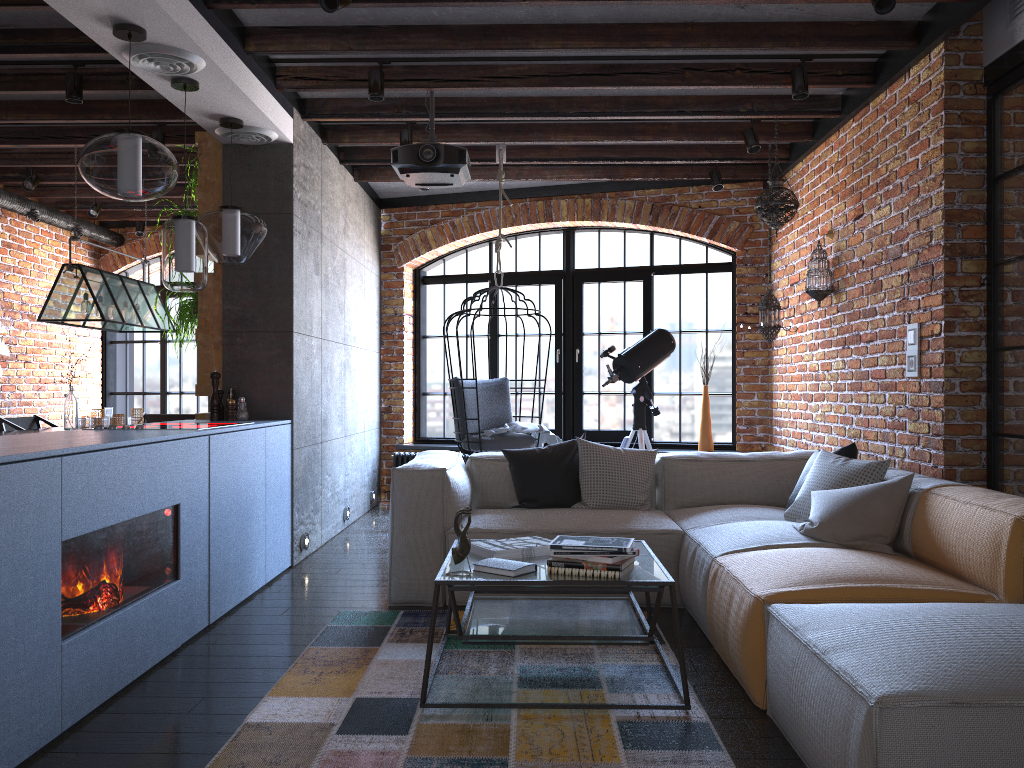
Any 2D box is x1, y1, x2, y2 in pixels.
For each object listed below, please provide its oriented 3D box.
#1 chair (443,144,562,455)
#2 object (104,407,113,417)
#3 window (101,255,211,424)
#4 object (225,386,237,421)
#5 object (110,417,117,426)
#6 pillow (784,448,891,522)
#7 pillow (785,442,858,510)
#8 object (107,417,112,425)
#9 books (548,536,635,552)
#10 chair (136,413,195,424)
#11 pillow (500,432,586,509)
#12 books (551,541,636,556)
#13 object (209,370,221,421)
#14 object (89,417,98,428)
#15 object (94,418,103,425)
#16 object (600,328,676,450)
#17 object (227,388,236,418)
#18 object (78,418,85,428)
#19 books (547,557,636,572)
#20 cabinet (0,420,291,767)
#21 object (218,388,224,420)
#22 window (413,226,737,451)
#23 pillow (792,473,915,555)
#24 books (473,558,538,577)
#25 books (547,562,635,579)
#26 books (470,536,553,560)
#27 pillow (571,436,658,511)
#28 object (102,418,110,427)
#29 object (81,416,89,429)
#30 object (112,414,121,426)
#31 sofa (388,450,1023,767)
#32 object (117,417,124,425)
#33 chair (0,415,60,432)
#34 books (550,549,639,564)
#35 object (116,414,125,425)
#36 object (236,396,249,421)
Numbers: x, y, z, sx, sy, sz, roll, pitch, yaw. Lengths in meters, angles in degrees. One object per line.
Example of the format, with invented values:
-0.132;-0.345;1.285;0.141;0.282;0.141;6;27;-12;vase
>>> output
-0.120;-0.564;6.225;0.802;2.220;0.682;0;0;-44;chair
-2.960;0.208;6.508;0.060;0.073;0.060;0;0;-22;object
-2.858;-0.411;8.681;3.145;2.233;0.177;0;0;19;window
-1.548;0.108;4.917;0.058;0.192;0.081;0;0;42;object
-2.797;0.276;6.223;0.049;0.080;0.049;0;0;-15;object
1.444;0.483;3.990;0.293;0.354;0.495;0;0;-13;pillow
1.506;0.470;4.327;0.263;0.400;0.510;0;0;-5;pillow
-2.924;0.281;6.477;0.060;0.073;0.060;0;0;32;object
0.269;0.535;2.973;0.268;0.014;0.196;0;0;12;books
-2.878;0.649;7.232;0.495;0.818;0.610;0;0;1;chair
0.213;0.463;4.718;0.538;0.417;0.238;0;0;-9;pillow
0.269;0.551;2.973;0.268;0.014;0.196;0;0;0;books
-1.643;0.062;4.909;0.061;0.283;0.061;0;0;15;object
-3.054;0.281;6.466;0.060;0.073;0.060;0;0;32;object
-2.947;0.280;6.313;0.060;0.073;0.060;0;0;32;object
0.866;0.319;6.490;0.570;1.471;0.616;0;0;27;object
-1.579;0.115;4.994;0.048;0.180;0.048;0;0;-16;object
-3.071;0.280;6.327;0.060;0.073;0.060;0;0;32;object
0.269;0.590;2.969;0.251;0.023;0.209;0;0;21;books
-1.589;0.617;3.575;0.607;0.844;2.960;0;0;1;cabinet
-1.641;0.114;4.981;0.048;0.180;0.048;0;0;-39;object
0.499;-0.417;7.733;3.293;2.233;0.177;0;0;19;window
1.369;0.509;3.623;0.485;0.314;0.358;0;0;44;pillow
-0.025;0.610;2.961;0.182;0.029;0.129;0;0;39;books
0.268;0.613;2.970;0.247;0.024;0.209;0;0;21;books
0.019;0.610;3.307;0.309;0.038;0.225;0;0;-29;books
0.550;0.476;4.685;0.543;0.402;0.250;0;0;-17;pillow
-2.923;0.280;6.373;0.060;0.073;0.060;0;0;32;object
-3.019;0.272;6.276;0.054;0.087;0.054;0;0;34;object
-2.824;0.267;6.335;0.061;0.099;0.061;0;0;39;object
0.640;0.710;3.522;2.536;0.697;3.300;0;0;1;sofa
-2.889;0.281;6.533;0.060;0.073;0.060;0;0;-37;object
-3.438;0.646;6.649;0.610;0.818;0.495;0;0;1;chair
0.278;0.569;2.991;0.239;0.023;0.190;0;0;36;books
-2.831;0.267;6.420;0.061;0.099;0.061;0;0;8;object
-1.510;0.136;4.964;0.069;0.135;0.069;0;0;-19;object
